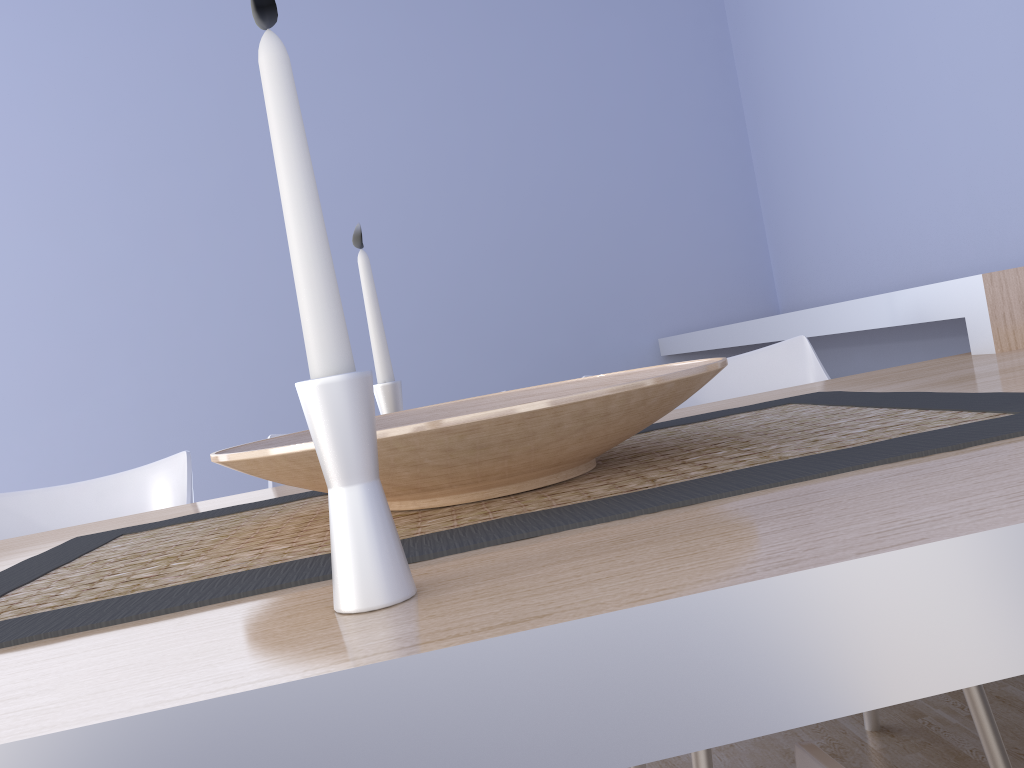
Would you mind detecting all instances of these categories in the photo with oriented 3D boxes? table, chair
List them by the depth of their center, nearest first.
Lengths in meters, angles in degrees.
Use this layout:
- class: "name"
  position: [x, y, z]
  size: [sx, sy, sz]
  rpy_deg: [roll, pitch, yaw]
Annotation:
- class: "chair"
  position: [0.008, 0.433, 0.299]
  size: [0.510, 0.793, 0.486]
  rpy_deg: [-11, 1, -5]
- class: "table"
  position: [0.143, 0.436, 0.892]
  size: [2.340, 0.718, 1.002]
  rpy_deg: [-11, 1, -6]
- class: "chair"
  position: [-0.693, 0.545, 1.379]
  size: [0.510, 0.793, 0.486]
  rpy_deg: [-11, 1, -6]
- class: "chair"
  position: [-0.131, 0.440, 1.438]
  size: [0.510, 0.793, 0.486]
  rpy_deg: [-11, 1, -6]
- class: "chair"
  position: [0.430, 0.335, 1.497]
  size: [0.510, 0.793, 0.486]
  rpy_deg: [-11, 1, -6]

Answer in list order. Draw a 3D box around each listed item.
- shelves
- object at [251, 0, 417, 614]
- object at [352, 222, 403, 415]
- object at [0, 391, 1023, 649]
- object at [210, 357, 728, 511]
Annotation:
- class: "shelves"
  position: [1.023, 0.204, 1.257]
  size: [0.463, 0.840, 3.901]
  rpy_deg: [-11, 1, -6]
- class: "object"
  position: [-0.105, -0.055, 0.476]
  size: [0.045, 0.349, 0.045]
  rpy_deg: [-11, 1, -6]
- class: "object"
  position: [-0.184, -0.052, 1.232]
  size: [0.045, 0.349, 0.045]
  rpy_deg: [-10, 1, 36]
- class: "object"
  position: [-0.026, 0.100, 0.866]
  size: [0.986, 0.005, 0.594]
  rpy_deg: [-11, 1, -6]
- class: "object"
  position: [-0.032, 0.058, 0.869]
  size: [0.493, 0.081, 0.493]
  rpy_deg: [-10, 1, 13]
